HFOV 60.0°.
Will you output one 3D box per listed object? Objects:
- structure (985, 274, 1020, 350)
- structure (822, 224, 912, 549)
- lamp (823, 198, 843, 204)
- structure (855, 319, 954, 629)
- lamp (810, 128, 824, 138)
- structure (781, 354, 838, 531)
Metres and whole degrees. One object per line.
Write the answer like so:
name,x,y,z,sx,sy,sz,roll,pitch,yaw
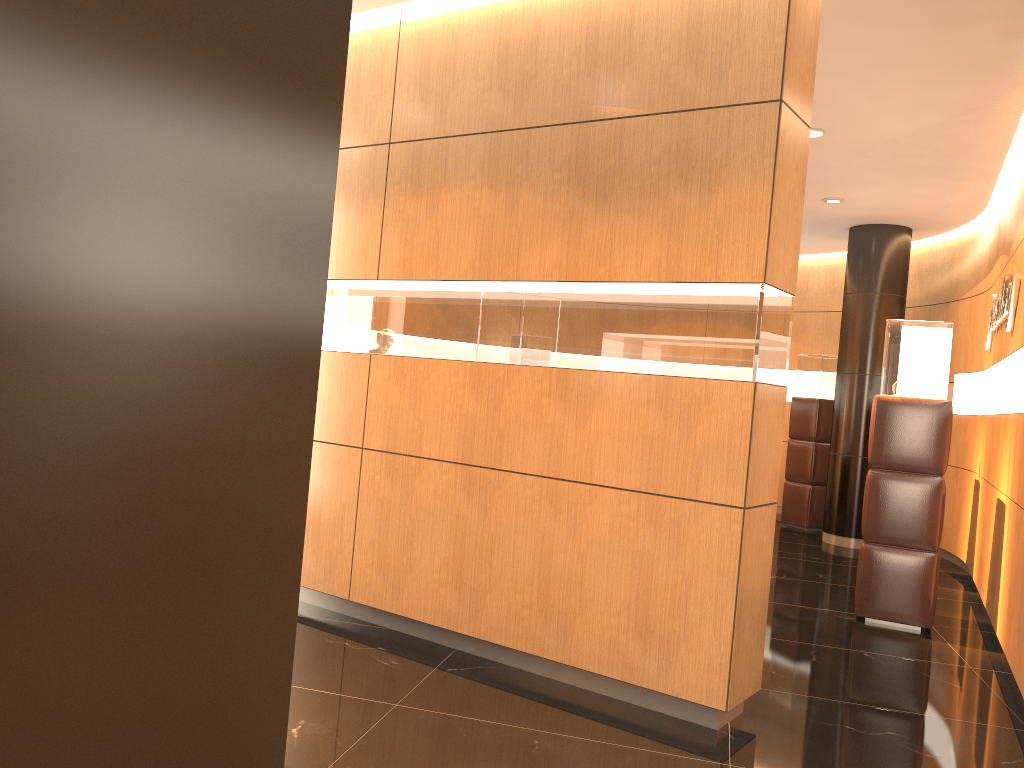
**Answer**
structure,3.664,-0.545,6.653,0.034,0.442,2.050,5,0,24
structure,3.721,-0.029,9.295,0.613,3.430,0.613,5,0,28
lamp,2.964,-1.717,8.181,0.176,0.068,0.176,5,0,18
structure,2.646,0.575,5.948,0.498,1.968,0.484,5,0,24
lamp,2.106,-1.795,6.250,0.176,0.068,0.176,5,0,18
structure,3.516,0.671,10.245,0.484,2.000,0.498,5,0,-22
